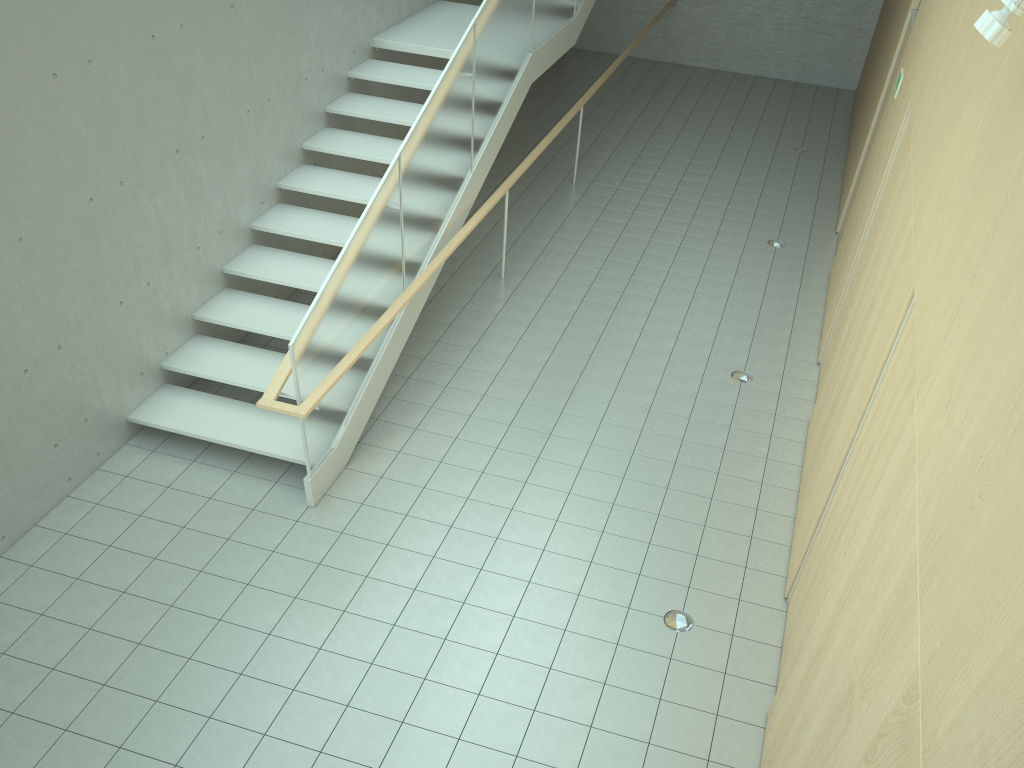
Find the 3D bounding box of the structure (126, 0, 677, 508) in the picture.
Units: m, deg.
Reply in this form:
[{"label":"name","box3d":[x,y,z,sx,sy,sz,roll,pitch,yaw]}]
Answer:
[{"label":"structure","box3d":[-0.157,-3.999,8.507,1.857,4.955,10.955,15,40,14]}]

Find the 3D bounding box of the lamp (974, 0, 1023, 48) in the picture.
[{"label":"lamp","box3d":[1.654,-1.223,2.785,0.232,0.227,0.121,2,39,-3]}]
